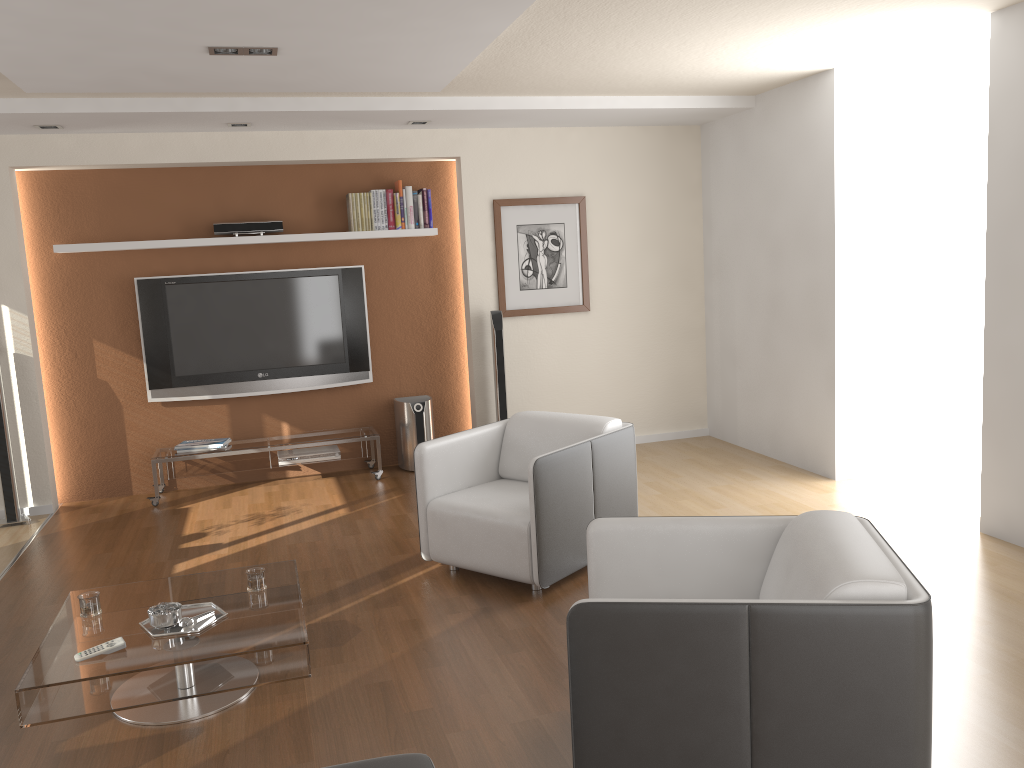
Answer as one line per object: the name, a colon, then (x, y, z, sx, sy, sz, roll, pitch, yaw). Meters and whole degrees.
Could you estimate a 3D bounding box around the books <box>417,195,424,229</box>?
books: (-0.699, -1.289, 6.665, 0.028, 0.248, 0.169, -5, 8, -16)

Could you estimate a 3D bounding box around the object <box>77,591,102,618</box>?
object: (-1.600, 0.835, 3.362, 0.079, 0.077, 0.079, -7, 9, -27)

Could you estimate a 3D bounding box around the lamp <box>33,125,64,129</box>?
lamp: (-2.877, -1.635, 5.498, 0.146, 0.087, 0.146, -5, 8, -16)

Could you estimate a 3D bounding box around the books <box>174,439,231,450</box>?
books: (-2.186, 0.429, 6.279, 0.326, 0.017, 0.228, -3, 8, 1)

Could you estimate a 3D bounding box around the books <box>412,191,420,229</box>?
books: (-0.734, -1.301, 6.659, 0.041, 0.278, 0.157, -5, 8, -16)

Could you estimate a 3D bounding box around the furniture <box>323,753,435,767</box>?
furniture: (-0.737, 1.143, 1.840, 1.291, 0.301, 0.685, -5, 8, -16)

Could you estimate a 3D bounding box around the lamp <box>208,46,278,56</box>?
lamp: (-1.178, -1.497, 3.875, 0.291, 0.087, 0.146, -5, 8, -16)

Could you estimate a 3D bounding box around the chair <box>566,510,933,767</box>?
chair: (0.662, 0.777, 2.636, 0.919, 0.661, 0.767, -2, 8, 9)

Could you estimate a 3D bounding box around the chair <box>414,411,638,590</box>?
chair: (0.102, 0.557, 4.559, 0.767, 0.706, 0.919, 3, 10, 39)

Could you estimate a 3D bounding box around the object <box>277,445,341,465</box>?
object: (-1.485, 0.517, 6.480, 0.435, 0.052, 0.274, -5, 8, -16)

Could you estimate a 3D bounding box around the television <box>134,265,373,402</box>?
television: (-1.853, -0.371, 6.488, 1.594, 0.900, 0.097, -5, 8, -16)

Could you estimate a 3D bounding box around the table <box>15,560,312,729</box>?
table: (-1.241, 1.009, 3.341, 0.900, 0.300, 0.900, -5, 8, -16)

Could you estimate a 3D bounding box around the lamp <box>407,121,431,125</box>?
lamp: (-0.645, -1.847, 6.128, 0.146, 0.087, 0.146, -5, 8, -16)

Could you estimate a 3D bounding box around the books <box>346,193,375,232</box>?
books: (-1.121, -1.262, 6.545, 0.167, 0.275, 0.195, -5, 8, -16)

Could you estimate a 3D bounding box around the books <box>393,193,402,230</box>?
books: (-0.865, -1.281, 6.608, 0.041, 0.266, 0.186, -5, 8, -16)

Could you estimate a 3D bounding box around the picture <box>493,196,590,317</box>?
picture: (0.235, -0.976, 6.799, 0.734, 0.884, 0.025, -5, 8, -16)

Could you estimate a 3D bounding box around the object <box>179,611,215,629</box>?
object: (-1.141, 0.849, 3.225, 0.051, 0.035, 0.147, 1, 9, 25)

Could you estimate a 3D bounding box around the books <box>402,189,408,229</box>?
books: (-0.811, -1.301, 6.631, 0.022, 0.293, 0.167, -5, 8, -16)

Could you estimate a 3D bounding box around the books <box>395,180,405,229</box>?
books: (-0.837, -1.330, 6.619, 0.028, 0.358, 0.169, -5, 8, -16)

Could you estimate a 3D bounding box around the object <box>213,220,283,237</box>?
object: (-1.880, -1.106, 6.333, 0.470, 0.109, 0.182, -5, 8, -16)

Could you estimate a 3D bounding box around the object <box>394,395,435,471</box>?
object: (-0.727, 0.373, 6.759, 0.286, 0.518, 0.323, -5, 8, -16)

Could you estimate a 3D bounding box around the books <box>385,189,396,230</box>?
books: (-0.913, -1.291, 6.601, 0.053, 0.293, 0.169, -5, 8, -16)

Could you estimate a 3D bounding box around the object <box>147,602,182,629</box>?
object: (-1.254, 0.835, 3.209, 0.118, 0.079, 0.117, -4, 8, -9)

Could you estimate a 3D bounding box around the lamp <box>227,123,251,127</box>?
lamp: (-1.789, -1.738, 5.805, 0.146, 0.087, 0.146, -5, 8, -16)

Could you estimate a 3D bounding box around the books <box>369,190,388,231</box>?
books: (-0.991, -1.285, 6.583, 0.104, 0.295, 0.146, -5, 8, -16)

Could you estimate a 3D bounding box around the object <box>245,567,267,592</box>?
object: (-1.019, 0.779, 3.533, 0.079, 0.077, 0.079, -7, 9, -27)

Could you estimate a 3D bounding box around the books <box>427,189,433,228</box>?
books: (-0.632, -1.314, 6.681, 0.029, 0.286, 0.169, -5, 8, -16)

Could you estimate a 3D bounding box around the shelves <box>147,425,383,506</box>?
shelves: (-1.777, 0.579, 6.429, 1.617, 0.340, 0.444, -5, 8, -16)

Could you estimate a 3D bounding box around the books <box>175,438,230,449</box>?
books: (-2.187, 0.417, 6.277, 0.326, 0.017, 0.228, -4, 8, -4)

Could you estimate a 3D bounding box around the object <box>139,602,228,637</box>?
object: (-1.203, 0.862, 3.252, 0.315, 0.011, 0.273, -4, 8, -9)

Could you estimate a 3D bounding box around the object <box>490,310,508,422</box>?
object: (-0.088, 0.034, 6.676, 0.228, 1.165, 0.215, -5, 8, -11)

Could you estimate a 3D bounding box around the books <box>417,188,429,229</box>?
books: (-0.667, -1.314, 6.671, 0.041, 0.293, 0.169, -5, 8, -16)

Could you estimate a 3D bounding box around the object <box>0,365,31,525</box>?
object: (-3.313, 0.340, 5.765, 0.228, 1.165, 0.215, -6, 9, -21)

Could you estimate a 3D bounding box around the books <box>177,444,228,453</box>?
books: (-2.185, 0.442, 6.280, 0.326, 0.017, 0.228, -5, 8, -13)

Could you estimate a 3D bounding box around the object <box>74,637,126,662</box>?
object: (-1.395, 0.899, 3.002, 0.158, 0.029, 0.064, -9, 10, -34)

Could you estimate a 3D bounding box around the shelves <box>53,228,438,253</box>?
shelves: (-1.834, -1.033, 6.360, 2.612, 0.050, 0.200, -5, 8, -16)

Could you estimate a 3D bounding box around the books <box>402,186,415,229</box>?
books: (-0.776, -1.313, 6.634, 0.050, 0.313, 0.179, -5, 8, -16)
